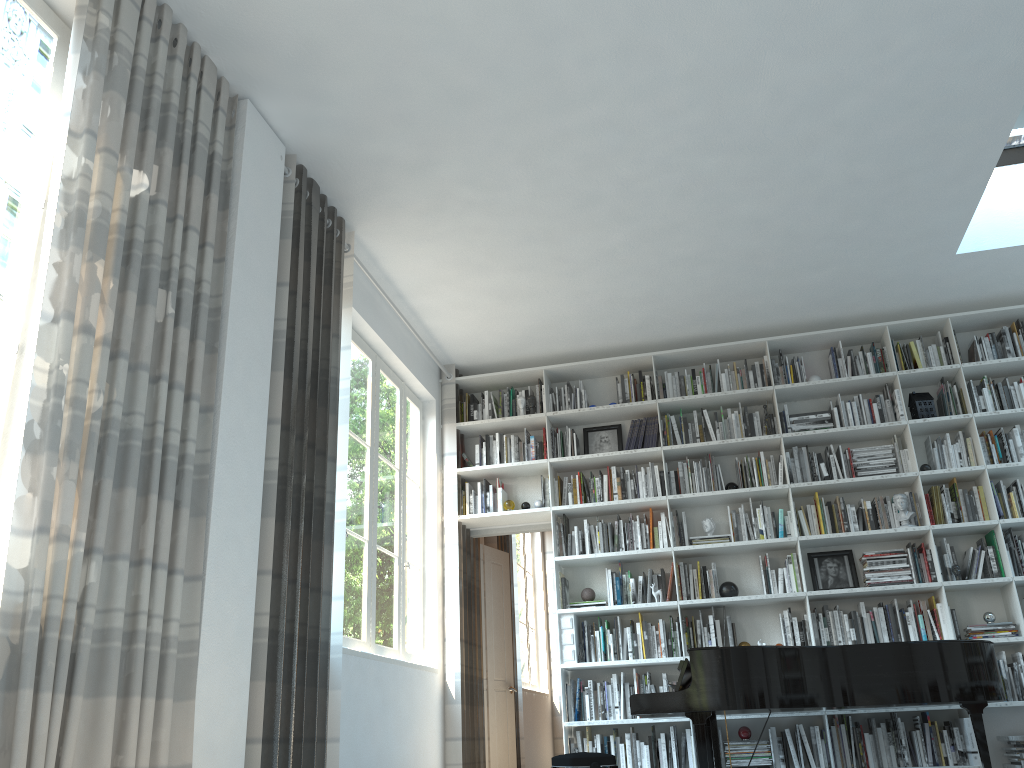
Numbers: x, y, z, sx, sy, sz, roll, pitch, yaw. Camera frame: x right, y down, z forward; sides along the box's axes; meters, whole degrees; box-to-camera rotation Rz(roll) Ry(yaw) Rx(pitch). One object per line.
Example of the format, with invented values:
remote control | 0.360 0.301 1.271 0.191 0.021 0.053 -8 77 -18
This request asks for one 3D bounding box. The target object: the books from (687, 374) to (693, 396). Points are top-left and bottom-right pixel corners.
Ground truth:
books | 1.364 0.060 6.770 0.025 0.234 0.130 -7 -22 11

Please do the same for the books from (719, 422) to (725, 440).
books | 1.556 0.393 6.565 0.028 0.179 0.169 -7 -22 11

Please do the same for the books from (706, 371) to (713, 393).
books | 1.502 0.037 6.728 0.029 0.234 0.130 -7 -22 11

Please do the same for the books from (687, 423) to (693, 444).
books | 1.336 0.413 6.620 0.024 0.200 0.154 -7 -22 11

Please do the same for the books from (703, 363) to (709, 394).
books | 1.479 0.005 6.733 0.010 0.297 0.151 -7 -22 11

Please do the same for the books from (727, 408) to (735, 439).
books | 1.627 0.339 6.581 0.026 0.285 0.138 -7 -22 11

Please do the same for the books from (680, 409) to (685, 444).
books | 1.284 0.361 6.636 0.012 0.313 0.172 -7 -22 11

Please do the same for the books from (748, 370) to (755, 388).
books | 1.796 0.016 6.642 0.031 0.184 0.177 -7 -22 11

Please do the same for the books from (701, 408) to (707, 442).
books | 1.438 0.351 6.629 0.013 0.314 0.135 -7 -22 11

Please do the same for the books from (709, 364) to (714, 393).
books | 1.517 0.010 6.718 0.013 0.275 0.165 -7 -22 11

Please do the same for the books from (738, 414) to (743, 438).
books | 1.693 0.353 6.549 0.013 0.230 0.142 -7 -22 11

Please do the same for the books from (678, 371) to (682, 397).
books | 1.287 0.051 6.761 0.012 0.249 0.174 -7 -22 11

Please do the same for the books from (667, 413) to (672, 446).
books | 1.194 0.387 6.685 0.014 0.307 0.130 -7 -22 11

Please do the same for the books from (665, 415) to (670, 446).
books | 1.177 0.393 6.664 0.013 0.282 0.159 -7 -22 11

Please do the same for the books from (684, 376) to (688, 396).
books | 1.329 0.066 6.746 0.015 0.206 0.167 -7 -22 11

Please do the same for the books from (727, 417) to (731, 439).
books | 1.609 0.373 6.558 0.010 0.207 0.174 -7 -22 11

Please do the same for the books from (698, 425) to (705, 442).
books | 1.416 0.414 6.602 0.034 0.179 0.160 -7 -22 11

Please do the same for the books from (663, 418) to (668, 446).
books | 1.156 0.403 6.649 0.023 0.255 0.175 -7 -22 11

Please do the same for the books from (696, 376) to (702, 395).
books | 1.426 0.061 6.734 0.030 0.200 0.152 -7 -22 11

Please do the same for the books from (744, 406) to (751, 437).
books | 1.746 0.324 6.561 0.022 0.289 0.147 -7 -22 11

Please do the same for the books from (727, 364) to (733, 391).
books | 1.653 0.001 6.701 0.014 0.268 0.157 -7 -22 11

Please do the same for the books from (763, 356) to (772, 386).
books | 1.914 -0.046 6.636 0.026 0.287 0.176 -7 -22 11

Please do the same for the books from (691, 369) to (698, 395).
books | 1.398 0.037 6.760 0.028 0.267 0.152 -7 -22 11

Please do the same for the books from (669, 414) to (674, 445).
books | 1.200 0.388 6.658 0.010 0.286 0.149 -7 -22 11

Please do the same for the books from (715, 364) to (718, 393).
books | 1.548 0.007 6.709 0.052 0.271 0.173 -7 -22 11

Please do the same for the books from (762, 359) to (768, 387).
books | 1.896 -0.032 6.640 0.014 0.266 0.172 -7 -22 11

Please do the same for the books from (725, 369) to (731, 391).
books | 1.634 0.019 6.698 0.026 0.235 0.135 -7 -22 11

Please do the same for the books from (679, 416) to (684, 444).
books | 1.276 0.391 6.637 0.011 0.259 0.158 -7 -22 11

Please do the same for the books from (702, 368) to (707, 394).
books | 1.468 0.028 6.724 0.013 0.250 0.184 -7 -22 11

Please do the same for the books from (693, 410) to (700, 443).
books | 1.384 0.361 6.620 0.023 0.292 0.156 -7 -22 11

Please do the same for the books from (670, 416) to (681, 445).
books | 1.240 0.391 6.654 0.067 0.273 0.168 -7 -22 11

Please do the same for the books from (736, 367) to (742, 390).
books | 1.710 0.008 6.670 0.021 0.227 0.161 -7 -22 11

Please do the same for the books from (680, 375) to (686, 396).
books | 1.305 0.064 6.738 0.029 0.207 0.179 -7 -22 11

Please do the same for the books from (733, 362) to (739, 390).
books | 1.691 -0.010 6.675 0.014 0.265 0.192 -7 -22 11

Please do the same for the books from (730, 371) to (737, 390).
books | 1.677 0.027 6.694 0.029 0.212 0.142 -7 -22 11

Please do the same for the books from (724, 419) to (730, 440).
books | 1.598 0.382 6.586 0.024 0.211 0.128 -7 -22 11

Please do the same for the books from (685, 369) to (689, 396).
books | 1.340 0.039 6.756 0.010 0.263 0.161 -7 -22 11

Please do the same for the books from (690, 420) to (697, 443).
books | 1.360 0.399 6.611 0.029 0.218 0.158 -7 -22 11

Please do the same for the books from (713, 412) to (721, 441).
books | 1.529 0.359 6.592 0.027 0.264 0.169 -7 -22 11

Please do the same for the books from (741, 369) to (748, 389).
books | 1.743 0.011 6.644 0.026 0.199 0.188 -7 -22 11

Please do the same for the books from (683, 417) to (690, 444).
books | 1.306 0.392 6.620 0.031 0.241 0.182 -7 -22 11

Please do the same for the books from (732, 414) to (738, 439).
books | 1.646 0.355 6.543 0.021 0.225 0.192 -7 -22 11

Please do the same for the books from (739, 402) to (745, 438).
books | 1.701 0.310 6.552 0.011 0.312 0.184 -7 -22 11

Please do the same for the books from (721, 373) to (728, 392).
books | 1.605 0.040 6.687 0.031 0.189 0.182 -7 -22 11

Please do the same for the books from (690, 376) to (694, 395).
books | 1.380 0.063 6.756 0.012 0.215 0.151 -7 -22 11

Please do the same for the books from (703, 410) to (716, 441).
books | 1.476 0.350 6.592 0.075 0.284 0.179 -7 -22 11

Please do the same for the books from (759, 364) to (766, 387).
books | 1.876 -0.013 6.630 0.026 0.224 0.173 -7 -22 11

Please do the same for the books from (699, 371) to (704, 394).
books | 1.446 0.041 6.733 0.013 0.233 0.155 -7 -22 11

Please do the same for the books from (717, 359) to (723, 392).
books | 1.582 -0.012 6.722 0.014 0.314 0.166 -7 -22 11

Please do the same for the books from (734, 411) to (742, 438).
books | 1.674 0.343 6.561 0.028 0.259 0.136 -7 -22 11

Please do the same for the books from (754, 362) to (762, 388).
books | 1.853 -0.019 6.661 0.030 0.260 0.152 -7 -22 11

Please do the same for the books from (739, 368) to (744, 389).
books | 1.724 0.012 6.652 0.013 0.206 0.178 -7 -22 11

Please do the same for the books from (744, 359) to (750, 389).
books | 1.774 -0.025 6.670 0.013 0.284 0.160 -7 -22 11

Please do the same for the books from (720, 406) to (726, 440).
books | 1.573 0.331 6.584 0.012 0.306 0.145 -7 -22 11

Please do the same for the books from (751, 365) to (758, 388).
books | 1.825 -0.008 6.654 0.026 0.236 0.149 -7 -22 11

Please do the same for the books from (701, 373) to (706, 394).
books | 1.456 0.046 6.720 0.011 0.215 0.160 -7 -22 11

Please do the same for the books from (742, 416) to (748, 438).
books | 1.725 0.361 6.549 0.024 0.212 0.150 -7 -22 11
